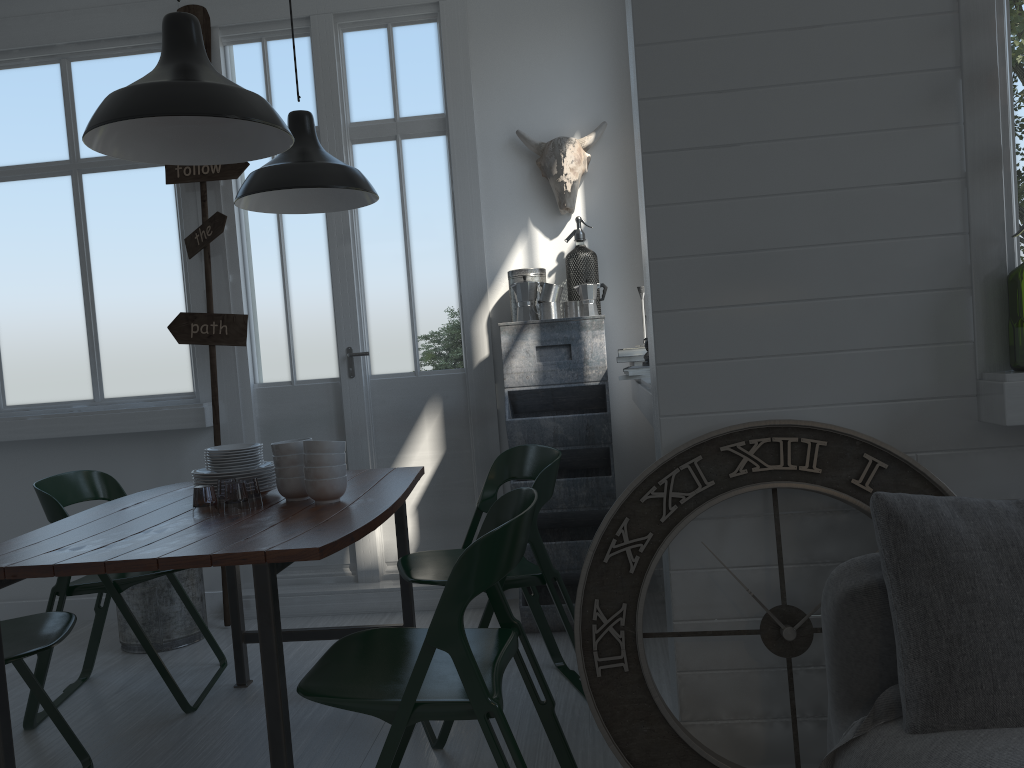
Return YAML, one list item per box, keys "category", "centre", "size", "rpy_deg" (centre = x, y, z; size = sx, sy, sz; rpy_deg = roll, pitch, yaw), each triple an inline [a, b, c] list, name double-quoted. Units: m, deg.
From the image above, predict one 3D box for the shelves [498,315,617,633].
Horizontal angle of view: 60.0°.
- category: "shelves"
  centre: [0.267, 0.435, 4.529]
  size: [0.513, 1.517, 0.678]
  rpy_deg: [-4, 3, 5]

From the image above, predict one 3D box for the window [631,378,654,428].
- category: "window"
  centre: [0.568, -1.086, 3.556]
  size: [0.254, 2.400, 1.871]
  rpy_deg: [-4, 3, 5]

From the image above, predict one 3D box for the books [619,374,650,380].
- category: "books"
  centre: [0.615, -0.040, 3.874]
  size: [0.232, 0.017, 0.313]
  rpy_deg: [-4, 2, 20]

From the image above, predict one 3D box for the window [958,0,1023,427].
- category: "window"
  centre: [1.926, -1.143, 2.271]
  size: [1.482, 2.400, 0.253]
  rpy_deg: [-4, 3, 5]

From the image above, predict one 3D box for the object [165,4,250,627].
- category: "object"
  centre: [-1.642, -0.398, 4.871]
  size: [0.413, 3.424, 0.361]
  rpy_deg: [-2, 4, 38]

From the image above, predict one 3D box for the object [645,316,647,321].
- category: "object"
  centre: [0.697, -0.202, 4.447]
  size: [0.095, 0.289, 0.095]
  rpy_deg: [-3, 3, 24]

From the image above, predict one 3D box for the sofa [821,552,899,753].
- category: "sofa"
  centre: [2.277, 0.797, 0.403]
  size: [3.395, 0.900, 3.404]
  rpy_deg: [-4, 2, 5]

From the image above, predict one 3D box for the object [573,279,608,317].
- category: "object"
  centre: [0.395, -0.430, 4.459]
  size: [0.161, 0.196, 0.102]
  rpy_deg: [-6, 3, -36]

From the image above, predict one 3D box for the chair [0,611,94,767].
- category: "chair"
  centre: [-1.792, 0.926, 2.812]
  size: [0.730, 1.007, 0.651]
  rpy_deg: [-5, 3, -15]

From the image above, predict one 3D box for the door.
- category: "door"
  centre: [-0.935, -0.470, 4.929]
  size: [1.610, 3.484, 0.253]
  rpy_deg: [-4, 3, 5]

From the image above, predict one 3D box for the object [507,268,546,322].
- category: "object"
  centre: [0.088, -0.464, 4.739]
  size: [0.205, 0.290, 0.205]
  rpy_deg: [-4, 3, 7]

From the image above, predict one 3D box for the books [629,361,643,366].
- category: "books"
  centre: [0.688, -0.103, 4.214]
  size: [0.236, 0.028, 0.299]
  rpy_deg: [-4, 2, 3]

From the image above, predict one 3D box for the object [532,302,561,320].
- category: "object"
  centre: [0.185, -0.367, 4.500]
  size: [0.129, 0.096, 0.108]
  rpy_deg: [-3, 3, 35]

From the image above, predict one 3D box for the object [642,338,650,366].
- category: "object"
  centre: [0.653, -0.156, 3.894]
  size: [0.171, 0.146, 0.203]
  rpy_deg: [-4, 2, 9]

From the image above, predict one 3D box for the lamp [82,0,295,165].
- category: "lamp"
  centre: [-1.100, -1.533, 2.855]
  size: [0.650, 1.500, 0.649]
  rpy_deg: [-4, 3, 2]

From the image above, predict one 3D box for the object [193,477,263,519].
- category: "object"
  centre: [-0.944, 0.374, 2.955]
  size: [0.172, 0.098, 0.241]
  rpy_deg: [-4, 2, 9]

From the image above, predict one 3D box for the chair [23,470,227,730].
- category: "chair"
  centre: [-1.695, 0.881, 3.880]
  size: [0.730, 1.007, 0.651]
  rpy_deg: [-5, 3, -5]

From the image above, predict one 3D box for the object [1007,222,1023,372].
- category: "object"
  centre: [1.379, -0.244, 2.332]
  size: [0.136, 0.416, 0.136]
  rpy_deg: [-4, 3, 2]

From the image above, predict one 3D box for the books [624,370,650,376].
- category: "books"
  centre: [0.616, -0.057, 3.879]
  size: [0.232, 0.017, 0.307]
  rpy_deg: [-4, 2, 4]

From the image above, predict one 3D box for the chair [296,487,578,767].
- category: "chair"
  centre: [-0.167, 0.819, 2.362]
  size: [0.730, 1.007, 0.650]
  rpy_deg: [-4, 3, 5]

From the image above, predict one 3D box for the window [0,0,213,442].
- category: "window"
  centre: [-2.511, -0.906, 5.052]
  size: [1.482, 2.400, 0.253]
  rpy_deg: [-4, 3, 5]

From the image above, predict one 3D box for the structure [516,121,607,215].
- category: "structure"
  centre: [0.277, -1.151, 4.734]
  size: [0.491, 0.471, 0.189]
  rpy_deg: [-4, 3, 8]

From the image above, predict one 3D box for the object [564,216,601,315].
- category: "object"
  centre: [0.373, -0.616, 4.721]
  size: [0.172, 0.552, 0.171]
  rpy_deg: [-3, 3, 30]

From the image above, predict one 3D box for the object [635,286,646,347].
- category: "object"
  centre: [0.636, -0.327, 4.292]
  size: [0.095, 0.289, 0.095]
  rpy_deg: [-3, 3, 24]

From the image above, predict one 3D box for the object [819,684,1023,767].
- category: "object"
  centre: [1.128, 0.850, 1.551]
  size: [1.682, 0.925, 1.212]
  rpy_deg: [-6, 3, -44]

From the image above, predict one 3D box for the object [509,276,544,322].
- category: "object"
  centre: [0.090, -0.434, 4.561]
  size: [0.205, 0.250, 0.130]
  rpy_deg: [-4, 3, -4]

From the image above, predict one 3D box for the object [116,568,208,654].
- category: "object"
  centre: [-1.857, 0.996, 4.668]
  size: [0.450, 0.726, 0.450]
  rpy_deg: [-5, 3, -15]

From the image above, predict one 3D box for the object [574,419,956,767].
- category: "object"
  centre: [0.751, 0.669, 2.329]
  size: [1.111, 1.139, 0.584]
  rpy_deg: [-5, 3, -9]

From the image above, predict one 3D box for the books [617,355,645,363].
- category: "books"
  centre: [0.650, -0.128, 4.206]
  size: [0.262, 0.028, 0.320]
  rpy_deg: [-4, 2, 15]

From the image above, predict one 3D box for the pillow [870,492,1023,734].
- category: "pillow"
  centre: [1.138, 0.486, 1.900]
  size: [0.639, 0.522, 0.278]
  rpy_deg: [-4, 3, 5]

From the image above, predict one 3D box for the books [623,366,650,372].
- category: "books"
  centre: [0.623, -0.074, 3.874]
  size: [0.250, 0.014, 0.310]
  rpy_deg: [-4, 2, 12]

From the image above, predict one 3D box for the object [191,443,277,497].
- category: "object"
  centre: [-1.004, 0.322, 3.222]
  size: [0.306, 0.195, 0.300]
  rpy_deg: [-2, 3, 42]

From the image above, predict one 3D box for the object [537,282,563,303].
- category: "object"
  centre: [0.198, -0.458, 4.490]
  size: [0.129, 0.126, 0.108]
  rpy_deg: [-4, 3, -3]

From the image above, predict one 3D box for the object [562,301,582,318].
- category: "object"
  centre: [0.318, -0.379, 4.560]
  size: [0.108, 0.096, 0.129]
  rpy_deg: [-6, 3, -35]

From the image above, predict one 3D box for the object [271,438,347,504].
- category: "object"
  centre: [-0.695, 0.294, 3.050]
  size: [0.309, 0.217, 0.149]
  rpy_deg: [-2, 3, 38]

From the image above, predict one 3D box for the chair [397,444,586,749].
- category: "chair"
  centre: [-0.067, 0.773, 3.462]
  size: [0.730, 1.007, 0.651]
  rpy_deg: [-5, 3, -15]

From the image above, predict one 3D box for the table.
- category: "table"
  centre: [-0.924, 0.873, 3.097]
  size: [1.171, 0.930, 1.693]
  rpy_deg: [-4, 2, 3]

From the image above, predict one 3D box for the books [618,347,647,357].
- category: "books"
  centre: [0.624, -0.156, 4.218]
  size: [0.236, 0.035, 0.296]
  rpy_deg: [-4, 2, 7]

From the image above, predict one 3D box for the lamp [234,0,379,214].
- category: "lamp"
  centre: [-0.992, -1.582, 4.028]
  size: [0.649, 1.500, 0.650]
  rpy_deg: [-7, 4, -40]
